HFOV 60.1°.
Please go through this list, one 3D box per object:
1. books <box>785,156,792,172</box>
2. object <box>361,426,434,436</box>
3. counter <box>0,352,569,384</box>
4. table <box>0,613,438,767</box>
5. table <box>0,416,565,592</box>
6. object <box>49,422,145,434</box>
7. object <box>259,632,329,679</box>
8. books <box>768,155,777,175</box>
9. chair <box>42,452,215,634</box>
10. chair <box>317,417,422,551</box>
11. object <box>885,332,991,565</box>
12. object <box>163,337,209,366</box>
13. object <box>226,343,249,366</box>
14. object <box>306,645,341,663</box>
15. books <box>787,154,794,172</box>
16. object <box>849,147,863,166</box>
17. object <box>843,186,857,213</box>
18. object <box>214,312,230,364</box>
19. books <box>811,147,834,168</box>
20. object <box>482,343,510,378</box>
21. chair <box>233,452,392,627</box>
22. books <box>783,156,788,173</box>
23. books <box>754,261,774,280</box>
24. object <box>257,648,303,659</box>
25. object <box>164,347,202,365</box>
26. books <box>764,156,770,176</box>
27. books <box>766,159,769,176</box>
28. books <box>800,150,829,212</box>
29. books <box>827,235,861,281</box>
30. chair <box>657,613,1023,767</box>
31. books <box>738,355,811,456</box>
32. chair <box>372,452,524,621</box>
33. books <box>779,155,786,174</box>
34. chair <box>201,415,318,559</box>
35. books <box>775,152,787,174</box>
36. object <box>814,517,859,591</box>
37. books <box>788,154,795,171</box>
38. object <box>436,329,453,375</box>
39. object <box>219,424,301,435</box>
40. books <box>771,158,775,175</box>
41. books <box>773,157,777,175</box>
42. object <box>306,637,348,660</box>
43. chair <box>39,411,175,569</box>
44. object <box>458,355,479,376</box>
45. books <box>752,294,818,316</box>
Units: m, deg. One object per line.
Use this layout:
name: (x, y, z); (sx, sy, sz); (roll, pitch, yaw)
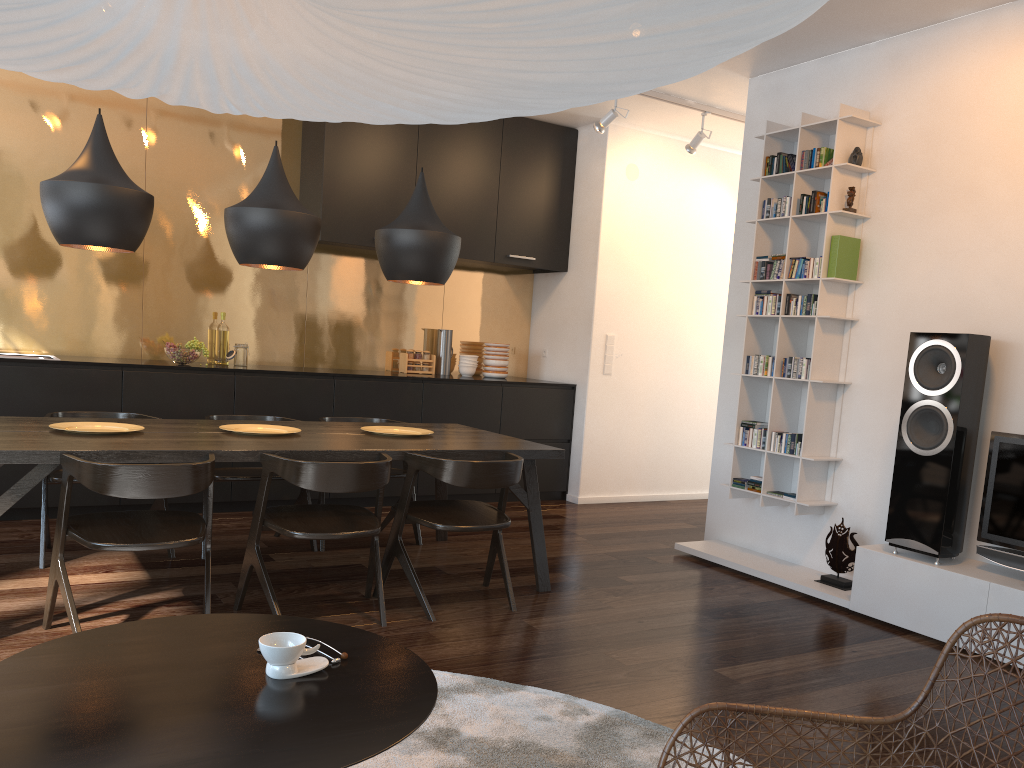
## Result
books: (1.480, -1.158, 4.678); (0.070, 0.092, 0.046); (1, 7, -31)
object: (-0.561, 0.234, 4.325); (0.356, 0.017, 0.353); (3, 3, -28)
counter: (-1.856, -0.118, 5.640); (5.063, 0.002, 0.727); (3, 3, -32)
table: (-0.581, 0.802, 1.706); (0.847, 0.476, 0.841); (2, 4, -29)
table: (-1.121, 0.560, 3.994); (2.502, 0.684, 1.099); (2, 4, -32)
object: (-1.699, 0.183, 3.627); (0.356, 0.017, 0.353); (3, 3, -28)
object: (-0.430, 0.538, 1.750); (0.139, 0.069, 0.091); (3, 4, -20)
books: (1.418, -1.174, 4.776); (0.069, 0.108, 0.023); (1, 7, -31)
chair: (-1.338, 0.585, 3.190); (0.593, 0.676, 0.516); (1, 6, -33)
chair: (-0.839, 0.543, 4.939); (0.593, 0.676, 0.516); (1, 6, -32)
object: (1.924, 0.284, 3.950); (0.280, 1.010, 0.292); (0, 7, -31)
object: (-1.990, -0.205, 5.392); (0.177, 0.174, 0.239); (8, 6, 43)
object: (-1.779, -0.195, 5.756); (0.087, 0.153, 0.176); (8, 6, 36)
object: (-0.425, 0.560, 1.861); (0.163, 0.016, 0.025); (6, 4, 33)
books: (1.490, -1.160, 4.664); (0.069, 0.099, 0.057); (1, 7, -31)
object: (1.723, -1.134, 4.425); (0.064, 0.102, 0.060); (8, 7, 35)
object: (1.705, -0.925, 4.448); (0.064, 0.141, 0.045); (-1, 8, -40)
object: (-1.914, -0.303, 5.844); (0.091, 0.342, 0.091); (7, 7, 25)
books: (1.621, -1.146, 4.504); (0.101, 0.111, 0.159); (1, 5, -32)
object: (-0.124, -0.181, 6.845); (0.197, 0.266, 0.198); (7, 6, 33)
chair: (-0.759, 0.610, 3.552); (0.593, 0.676, 0.516); (1, 6, -31)
books: (1.469, -1.160, 4.698); (0.070, 0.094, 0.028); (1, 7, -31)
books: (1.397, -0.616, 4.850); (0.096, 0.105, 0.100); (1, 6, -31)
object: (-0.479, 0.560, 1.839); (0.124, 0.010, 0.026); (5, 3, 24)
object: (-2.009, -0.168, 5.402); (0.218, 0.097, 0.218); (5, 3, 16)
books: (1.404, -1.176, 4.807); (0.069, 0.108, 0.016); (1, 7, -31)
books: (1.409, -1.168, 4.794); (0.070, 0.093, 0.013); (1, 7, -31)
books: (1.594, -1.036, 4.549); (0.107, 0.335, 0.227); (0, 7, -31)
books: (1.686, -0.636, 4.490); (0.166, 0.215, 0.049); (1, 7, -31)
chair: (0.629, 0.768, 1.483); (0.685, 0.715, 0.713); (4, 5, 1)
books: (1.451, 0.107, 4.785); (0.122, 0.515, 0.466); (0, 6, -32)
chair: (-0.237, 0.633, 3.872); (0.593, 0.676, 0.516); (1, 6, -33)
books: (1.458, -1.165, 4.713); (0.074, 0.100, 0.019); (1, 7, -31)
chair: (-1.358, 0.520, 4.621); (0.593, 0.676, 0.516); (1, 6, -33)
books: (1.448, -1.174, 4.733); (0.074, 0.116, 0.028); (1, 7, -31)
object: (1.660, 0.845, 4.463); (0.121, 0.353, 0.211); (0, 7, -31)
books: (1.495, -1.159, 4.656); (0.069, 0.099, 0.057); (1, 7, -31)
object: (-0.500, -0.240, 6.700); (0.164, 0.342, 0.113); (1, 7, -28)
object: (-1.130, 0.208, 3.976); (0.354, 0.017, 0.355); (6, 3, 39)
books: (1.429, -1.165, 4.763); (0.070, 0.093, 0.013); (1, 7, -31)
books: (1.437, -1.164, 4.751); (0.070, 0.093, 0.013); (1, 7, -31)
object: (-0.402, 0.561, 1.897); (0.015, 0.015, 0.167); (-1, 5, -44)
chair: (-1.979, 0.492, 4.274); (0.593, 0.676, 0.516); (1, 6, -35)
object: (-0.335, -0.140, 6.750); (0.158, 0.161, 0.153); (4, 5, -3)
books: (1.493, -0.418, 4.724); (0.122, 0.113, 0.464); (1, 4, -32)
